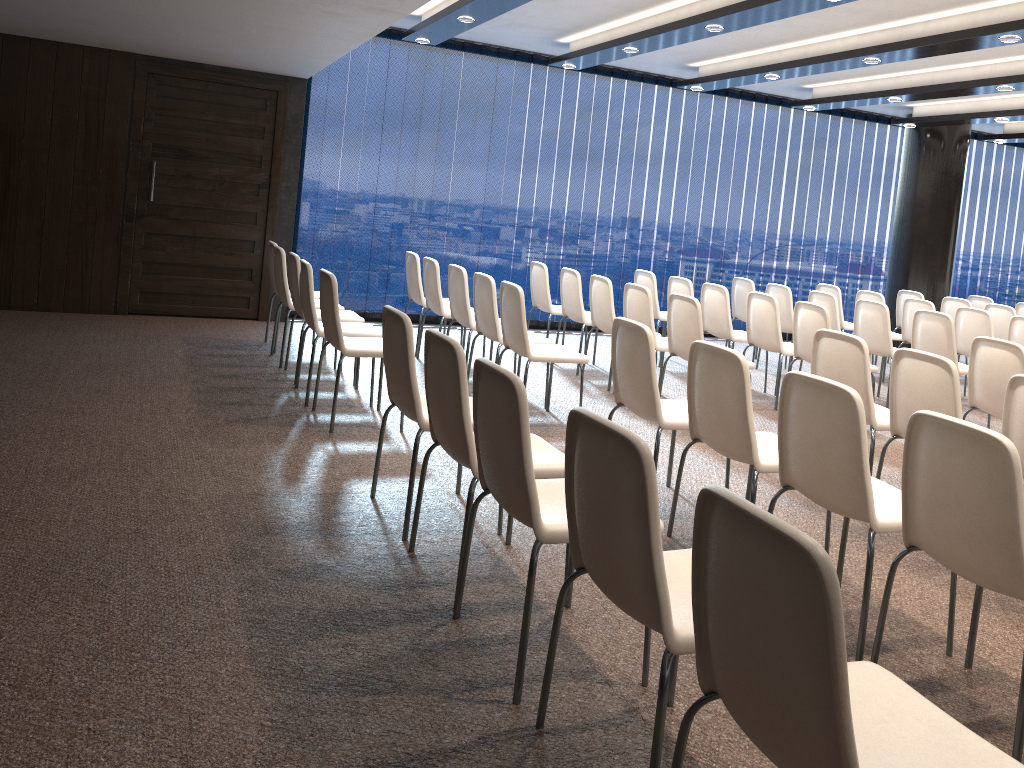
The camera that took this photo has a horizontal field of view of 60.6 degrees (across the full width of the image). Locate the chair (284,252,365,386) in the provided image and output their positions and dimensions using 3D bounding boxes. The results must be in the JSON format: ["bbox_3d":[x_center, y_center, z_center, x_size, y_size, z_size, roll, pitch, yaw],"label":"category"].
[{"bbox_3d":[-1.376,-0.493,6.383,0.556,0.892,0.540,4,5,-22],"label":"chair"}]

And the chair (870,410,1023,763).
[{"bbox_3d":[1.438,0.545,2.563,0.556,0.892,0.540,4,5,-21],"label":"chair"}]

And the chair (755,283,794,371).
[{"bbox_3d":[2.810,-0.538,8.756,0.556,0.892,0.540,4,5,-22],"label":"chair"}]

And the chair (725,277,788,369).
[{"bbox_3d":[2.610,-0.667,9.303,0.556,0.892,0.540,4,5,-21],"label":"chair"}]

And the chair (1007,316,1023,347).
[{"bbox_3d":[4.567,-0.120,7.532,0.556,0.892,0.540,4,5,-21],"label":"chair"}]

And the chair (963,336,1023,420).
[{"bbox_3d":[3.005,0.186,5.184,0.556,0.892,0.540,4,5,-20],"label":"chair"}]

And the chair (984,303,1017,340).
[{"bbox_3d":[5.230,-0.376,9.170,0.556,0.892,0.540,4,5,-21],"label":"chair"}]

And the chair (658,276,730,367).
[{"bbox_3d":[1.742,-0.550,8.268,0.556,0.892,0.540,4,5,-24],"label":"chair"}]

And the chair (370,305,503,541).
[{"bbox_3d":[-0.308,0.126,3.793,0.556,0.892,0.540,4,5,-24],"label":"chair"}]

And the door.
[{"bbox_3d":[-2.997,-1.838,8.543,1.395,2.384,0.272,4,3,-23],"label":"door"}]

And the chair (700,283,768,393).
[{"bbox_3d":[1.946,-0.428,7.754,0.556,0.892,0.540,4,5,-23],"label":"chair"}]

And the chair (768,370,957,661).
[{"bbox_3d":[1.225,0.418,3.097,0.556,0.892,0.540,4,5,-24],"label":"chair"}]

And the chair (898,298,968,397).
[{"bbox_3d":[4.146,-0.383,8.654,0.556,0.892,0.540,4,5,-23],"label":"chair"}]

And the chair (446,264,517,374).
[{"bbox_3d":[-0.242,-0.467,6.834,0.556,0.892,0.540,4,5,-23],"label":"chair"}]

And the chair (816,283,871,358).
[{"bbox_3d":[3.675,-0.653,9.780,0.556,0.892,0.540,4,5,-21],"label":"chair"}]

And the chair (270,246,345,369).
[{"bbox_3d":[-1.624,-0.623,6.915,0.556,0.892,0.540,4,5,-23],"label":"chair"}]

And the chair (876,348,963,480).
[{"bbox_3d":[2.085,0.296,4.152,0.556,0.892,0.540,4,5,-21],"label":"chair"}]

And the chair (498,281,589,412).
[{"bbox_3d":[0.178,-0.204,5.713,0.556,0.892,0.540,4,5,-21],"label":"chair"}]

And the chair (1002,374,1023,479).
[{"bbox_3d":[2.334,0.427,3.619,0.556,0.892,0.540,4,5,-21],"label":"chair"}]

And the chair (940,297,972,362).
[{"bbox_3d":[5.029,-0.497,9.680,0.556,0.892,0.540,4,5,-24],"label":"chair"}]

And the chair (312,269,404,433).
[{"bbox_3d":[-0.905,-0.223,5.256,0.556,0.892,0.540,4,5,-24],"label":"chair"}]

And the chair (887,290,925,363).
[{"bbox_3d":[4.787,-0.633,10.247,0.556,0.892,0.540,4,5,-24],"label":"chair"}]

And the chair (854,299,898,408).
[{"bbox_3d":[3.276,-0.274,7.652,0.556,0.892,0.540,4,5,-22],"label":"chair"}]

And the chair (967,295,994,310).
[{"bbox_3d":[5.844,-0.616,10.701,0.556,0.892,0.540,4,5,-22],"label":"chair"}]

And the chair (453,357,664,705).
[{"bbox_3d":[0.137,0.384,2.713,0.556,0.892,0.540,4,5,-23],"label":"chair"}]

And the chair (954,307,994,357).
[{"bbox_3d":[4.369,-0.247,8.074,0.556,0.892,0.540,4,5,-23],"label":"chair"}]

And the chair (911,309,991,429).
[{"bbox_3d":[3.531,-0.138,7.095,0.556,0.892,0.540,4,5,-24],"label":"chair"}]

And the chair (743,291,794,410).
[{"bbox_3d":[2.204,-0.292,7.194,0.556,0.892,0.540,4,5,-23],"label":"chair"}]

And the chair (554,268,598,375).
[{"bbox_3d":[0.696,-0.573,7.852,0.556,0.892,0.540,4,5,-22],"label":"chair"}]

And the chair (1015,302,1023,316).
[{"bbox_3d":[6.106,-0.478,10.134,0.556,0.892,0.540,4,5,-22],"label":"chair"}]

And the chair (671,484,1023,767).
[{"bbox_3d":[0.601,0.652,1.591,0.556,0.892,0.540,4,5,-21],"label":"chair"}]

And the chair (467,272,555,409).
[{"bbox_3d":[-0.020,-0.331,6.255,0.556,0.892,0.540,4,5,-23],"label":"chair"}]

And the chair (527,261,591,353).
[{"bbox_3d":[0.434,-0.711,8.417,0.556,0.892,0.540,4,5,-22],"label":"chair"}]

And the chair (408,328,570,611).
[{"bbox_3d":[-0.067,0.262,3.227,0.556,0.892,0.540,4,5,-24],"label":"chair"}]

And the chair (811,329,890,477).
[{"bbox_3d":[1.888,0.170,4.692,0.556,0.892,0.540,4,5,-24],"label":"chair"}]

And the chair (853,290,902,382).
[{"bbox_3d":[3.893,-0.518,9.207,0.556,0.892,0.540,4,5,-24],"label":"chair"}]

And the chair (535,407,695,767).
[{"bbox_3d":[0.396,0.521,2.150,0.556,0.892,0.540,4,5,-24],"label":"chair"}]

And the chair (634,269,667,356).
[{"bbox_3d":[1.501,-0.686,8.835,0.556,0.892,0.540,4,5,-24],"label":"chair"}]

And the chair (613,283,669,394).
[{"bbox_3d":[1.125,-0.309,6.728,0.556,0.892,0.540,4,5,-23],"label":"chair"}]

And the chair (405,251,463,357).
[{"bbox_3d":[-0.713,-0.737,7.960,0.556,0.892,0.540,4,5,-23],"label":"chair"}]

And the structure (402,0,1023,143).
[{"bbox_3d":[6.491,-2.511,7.440,13.104,0.228,8.229,1,12,-22],"label":"structure"}]

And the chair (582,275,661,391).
[{"bbox_3d":[0.908,-0.438,7.272,0.556,0.892,0.540,4,5,-21],"label":"chair"}]

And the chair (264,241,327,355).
[{"bbox_3d":[-1.823,-0.750,7.459,0.556,0.892,0.540,4,5,-24],"label":"chair"}]

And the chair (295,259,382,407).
[{"bbox_3d":[-1.160,-0.359,5.816,0.556,0.892,0.540,4,5,-21],"label":"chair"}]

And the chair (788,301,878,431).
[{"bbox_3d":[2.411,-0.160,6.632,0.556,0.892,0.540,4,5,-21],"label":"chair"}]

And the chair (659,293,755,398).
[{"bbox_3d":[1.365,-0.173,6.166,0.556,0.892,0.540,4,5,-23],"label":"chair"}]

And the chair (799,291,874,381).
[{"bbox_3d":[3.059,-0.408,8.223,0.556,0.892,0.540,4,5,-22],"label":"chair"}]

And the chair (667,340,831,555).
[{"bbox_3d":[1.012,0.282,3.678,0.556,0.892,0.540,4,5,-24],"label":"chair"}]

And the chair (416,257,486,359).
[{"bbox_3d":[-0.496,-0.603,7.389,0.556,0.892,0.540,4,5,-23],"label":"chair"}]

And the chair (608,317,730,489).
[{"bbox_3d":[0.748,0.142,4.249,0.556,0.892,0.540,4,5,-21],"label":"chair"}]
